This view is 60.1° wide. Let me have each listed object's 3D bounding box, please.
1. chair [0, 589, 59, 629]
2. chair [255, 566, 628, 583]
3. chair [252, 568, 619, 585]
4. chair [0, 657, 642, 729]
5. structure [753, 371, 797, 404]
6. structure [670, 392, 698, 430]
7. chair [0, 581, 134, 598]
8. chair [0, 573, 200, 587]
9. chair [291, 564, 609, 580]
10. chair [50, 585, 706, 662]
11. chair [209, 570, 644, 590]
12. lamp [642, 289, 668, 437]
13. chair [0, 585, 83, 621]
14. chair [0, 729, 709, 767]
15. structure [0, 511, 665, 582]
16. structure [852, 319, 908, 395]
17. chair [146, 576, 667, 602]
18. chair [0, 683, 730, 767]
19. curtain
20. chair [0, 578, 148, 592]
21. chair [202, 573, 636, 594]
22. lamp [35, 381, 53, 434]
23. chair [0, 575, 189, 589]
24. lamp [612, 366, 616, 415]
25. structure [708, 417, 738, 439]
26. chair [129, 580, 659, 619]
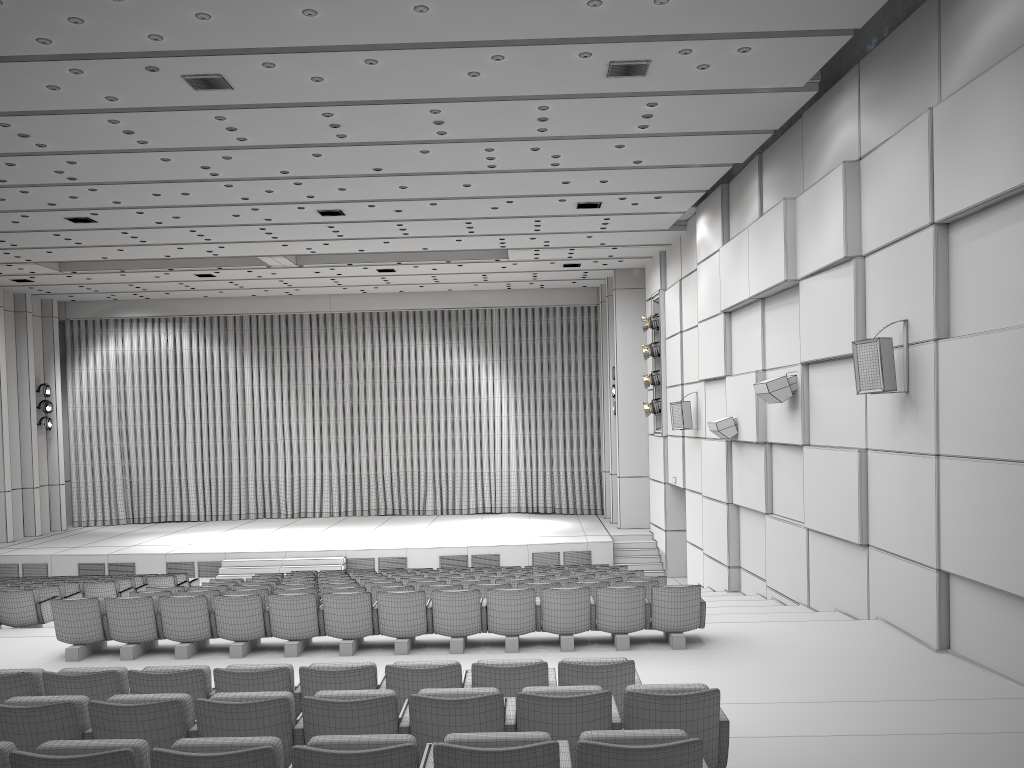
[{"bbox_3d":[-9.275,2.992,11.439,6.600,0.622,0.612,-1,0,1],"label":"chair"},{"bbox_3d":[-1.210,3.568,15.707,6.600,0.622,0.612,-1,0,1],"label":"chair"},{"bbox_3d":[-1.216,3.373,14.603,6.050,0.622,0.612,-1,0,1],"label":"chair"},{"bbox_3d":[-5.750,2.229,5.941,13.200,0.622,0.612,-1,0,1],"label":"chair"},{"bbox_3d":[3.594,0.052,12.028,0.470,0.418,0.520,-1,-1,-3],"label":"structure"},{"bbox_3d":[3.383,0.532,17.336,0.410,0.745,0.409,-2,1,-42],"label":"structure"},{"bbox_3d":[-9.229,3.382,13.646,6.600,0.622,0.612,-1,0,1],"label":"chair"},{"bbox_3d":[-9.107,3.965,16.963,6.050,0.622,0.612,-1,0,1],"label":"chair"},{"bbox_3d":[-1.135,3.762,16.816,6.050,0.622,0.612,-1,0,1],"label":"chair"},{"bbox_3d":[-1.349,2.399,9.084,6.601,0.622,0.612,-1,0,1],"label":"chair"},{"bbox_3d":[-1.257,3.179,13.499,6.600,0.622,0.612,-1,0,1],"label":"chair"},{"bbox_3d":[3.397,-0.451,20.509,0.755,3.344,1.020,-2,1,-3],"label":"lamp"},{"bbox_3d":[-9.235,3.186,12.542,6.050,0.622,0.612,-1,0,1],"label":"chair"},{"bbox_3d":[-5.797,1.840,3.733,13.200,0.622,0.612,-1,0,1],"label":"chair"},{"bbox_3d":[-5.006,4.371,23.638,17.820,0.846,8.316,-1,-2,1],"label":"structure"},{"bbox_3d":[3.726,-0.269,8.935,0.410,0.745,0.409,-2,1,-42],"label":"structure"},{"bbox_3d":[-1.303,2.789,11.291,6.600,0.622,0.612,-1,0,1],"label":"chair"},{"bbox_3d":[-5.747,2.034,4.836,13.750,0.622,0.612,-1,0,1],"label":"chair"},{"bbox_3d":[-5.087,0.811,26.666,16.131,6.529,1.427,-1,2,1],"label":"curtain"},{"bbox_3d":[-9.188,3.576,14.750,6.050,0.622,0.612,-1,0,1],"label":"chair"},{"bbox_3d":[-1.263,2.983,12.395,6.050,0.622,0.612,-1,0,1],"label":"chair"},{"bbox_3d":[-13.020,0.642,24.581,0.437,1.480,0.385,-1,2,5],"label":"lamp"},{"bbox_3d":[-9.182,3.771,15.854,6.600,0.622,0.612,-1,0,1],"label":"chair"},{"bbox_3d":[2.813,0.190,23.094,0.436,1.480,0.385,-1,2,-3],"label":"lamp"},{"bbox_3d":[3.521,0.695,14.576,0.470,0.418,0.520,-1,-1,-2],"label":"structure"},{"bbox_3d":[-1.309,2.594,10.187,6.050,0.622,0.612,-1,0,1],"label":"chair"}]
